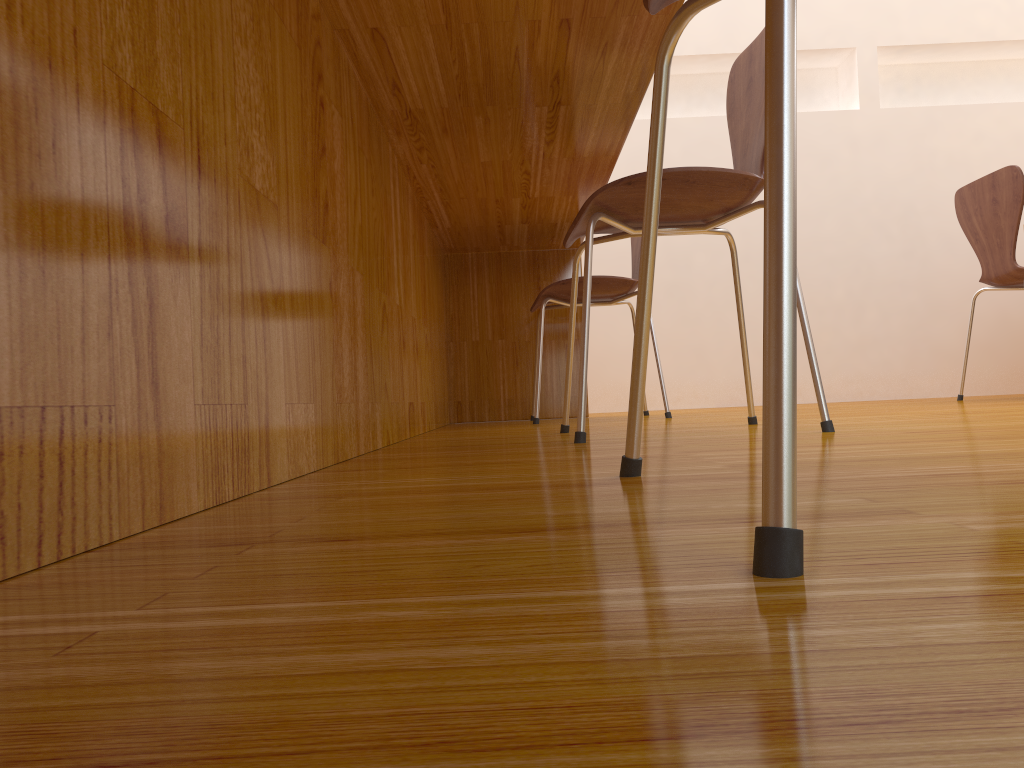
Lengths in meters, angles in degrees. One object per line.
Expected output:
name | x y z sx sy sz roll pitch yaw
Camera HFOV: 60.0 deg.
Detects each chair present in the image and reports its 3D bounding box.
chair | 0.265 -0.258 1.495 0.381 0.693 0.428 -3 -1 0
chair | 0.260 -0.276 0.523 0.381 0.693 0.428 -3 -1 0
chair | 1.649 -0.300 2.742 0.381 0.693 0.428 -3 -1 0
chair | 0.231 -0.235 2.613 0.381 0.693 0.428 -3 -1 0

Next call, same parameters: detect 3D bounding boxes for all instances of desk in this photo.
desk | -0.402 -0.403 1.345 1.248 1.022 3.216 -3 -1 0
